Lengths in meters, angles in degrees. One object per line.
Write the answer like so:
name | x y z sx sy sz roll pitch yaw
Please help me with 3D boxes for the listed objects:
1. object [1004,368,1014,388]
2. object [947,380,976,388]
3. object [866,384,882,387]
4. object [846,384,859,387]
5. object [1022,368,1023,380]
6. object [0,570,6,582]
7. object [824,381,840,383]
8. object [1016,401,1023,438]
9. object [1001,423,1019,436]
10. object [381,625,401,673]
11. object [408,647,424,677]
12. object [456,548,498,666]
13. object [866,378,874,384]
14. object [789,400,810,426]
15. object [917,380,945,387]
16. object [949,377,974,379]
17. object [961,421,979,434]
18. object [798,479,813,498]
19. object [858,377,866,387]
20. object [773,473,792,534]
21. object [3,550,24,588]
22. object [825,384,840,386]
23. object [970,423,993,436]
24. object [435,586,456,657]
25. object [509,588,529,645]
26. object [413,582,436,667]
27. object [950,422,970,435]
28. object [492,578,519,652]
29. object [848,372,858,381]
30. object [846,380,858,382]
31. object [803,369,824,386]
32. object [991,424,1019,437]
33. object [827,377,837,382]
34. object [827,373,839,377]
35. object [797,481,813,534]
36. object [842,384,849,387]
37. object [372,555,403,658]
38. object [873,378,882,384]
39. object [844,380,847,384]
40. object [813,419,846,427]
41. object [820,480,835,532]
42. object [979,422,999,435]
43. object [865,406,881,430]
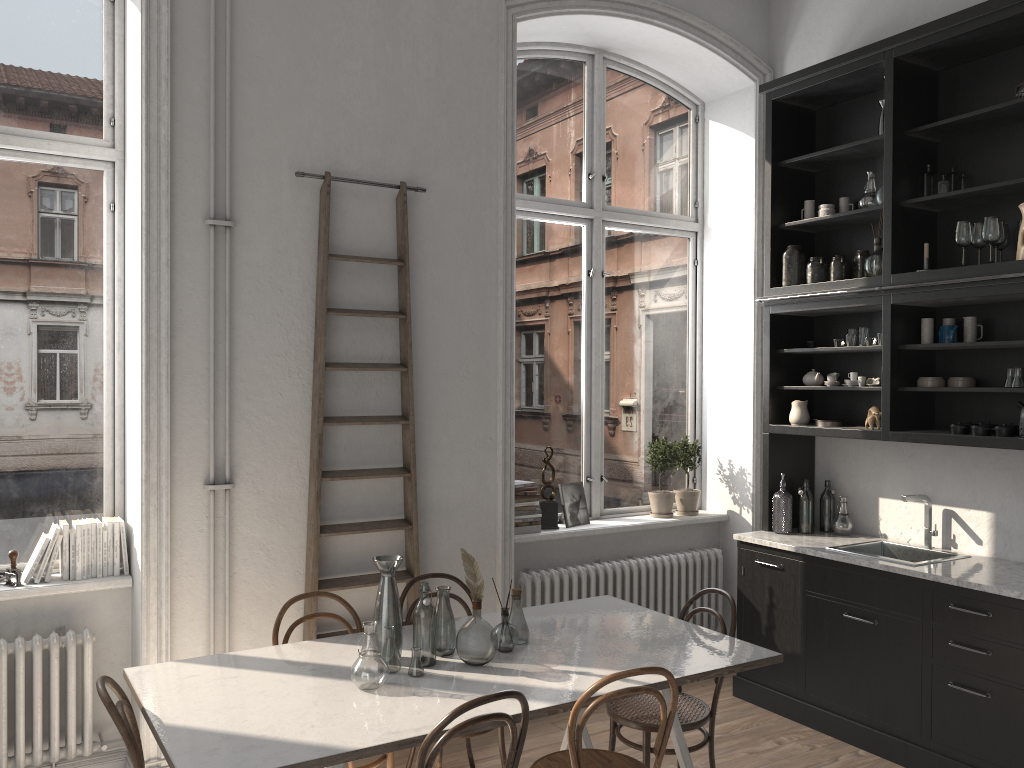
object | 2.357 -0.028 4.192 0.058 0.094 0.058 0 1 8
object | 2.277 -0.001 4.491 0.132 0.038 0.132 0 0 16
object | 1.972 0.008 4.834 0.085 0.015 0.085 0 0 -45
object | 1.896 0.007 4.912 0.085 0.015 0.085 0 0 -45
object | 2.437 -0.028 4.257 0.058 0.094 0.058 1 1 35
object | -2.228 0.835 3.785 0.088 0.048 0.153 0 0 8
object | 1.823 -0.007 5.050 0.085 0.017 0.085 0 0 -36
object | 2.385 0.151 4.038 0.124 0.192 0.129 0 0 -4
object | 2.381 0.216 4.232 0.104 0.059 0.088 0 0 22
object | -0.441 0.954 3.200 0.083 0.158 0.083 0 1 -36
object | -0.340 0.987 3.151 0.058 0.094 0.058 0 1 -3
object | -0.130 0.812 3.285 0.157 0.446 0.157 0 1 -13
object | 1.965 -0.010 4.841 0.049 0.041 0.056 1 0 31
object | 1.676 0.167 5.163 0.115 0.144 0.127 1 1 37
object | -0.561 0.890 3.577 5.827 1.842 0.792 0 1 -26
object | 2.277 -0.016 4.491 0.112 0.036 0.112 0 0 11
object | 2.275 0.215 4.406 0.104 0.059 0.088 0 0 -33
object | 1.750 0.717 5.285 0.086 0.301 0.086 0 1 -17
object | 1.910 -0.012 4.851 0.049 0.054 0.039 0 0 -6
object | 1.575 0.691 5.161 0.109 0.349 0.109 1 1 40
object | -2.126 0.784 3.781 0.088 0.153 0.048 1 1 29
object | 1.824 0.007 5.048 0.085 0.015 0.085 0 0 -18
object | 2.228 0.215 4.210 0.104 0.059 0.088 0 0 37
object | -0.264 0.906 3.394 0.100 0.255 0.098 1 1 35
object | 0.019 0.928 3.558 0.101 0.212 0.101 0 1 8
object | -0.322 0.883 3.272 0.086 0.301 0.086 1 1 44
object | 2.176 0.214 4.311 0.088 0.059 0.104 0 0 -43
object | -0.027 0.893 3.441 0.107 0.283 0.106 0 1 -36
object | 1.894 -0.037 4.917 0.039 0.055 0.049 0 0 -11
object | 1.895 -0.012 4.913 0.085 0.016 0.085 0 0 9
object | 1.766 -0.037 5.197 0.125 0.100 0.140 1 0 40
object | 2.298 0.216 4.136 0.104 0.059 0.088 0 0 -23
object | 1.823 -0.021 5.048 0.055 0.033 0.058 0 0 33
object | 1.823 -0.041 5.048 0.055 0.047 0.058 0 0 -17
object | 1.710 0.718 5.168 0.086 0.301 0.086 1 1 44
object | 1.903 0.007 5.002 0.085 0.015 0.085 0 0 -45
object | -0.464 0.841 3.316 0.116 0.383 0.116 0 1 -20
object | 1.985 -0.015 4.824 0.048 0.041 0.058 1 0 36
object | 1.904 -0.008 5.001 0.055 0.033 0.058 0 0 -14
object | 1.817 0.223 5.065 0.180 0.037 0.180 0 0 44
object | 1.860 0.718 5.228 0.086 0.301 0.086 0 1 14
object | 2.323 0.215 4.320 0.088 0.059 0.104 0 0 -3
object | 1.928 0.180 4.718 0.069 0.123 0.173 0 0 1
